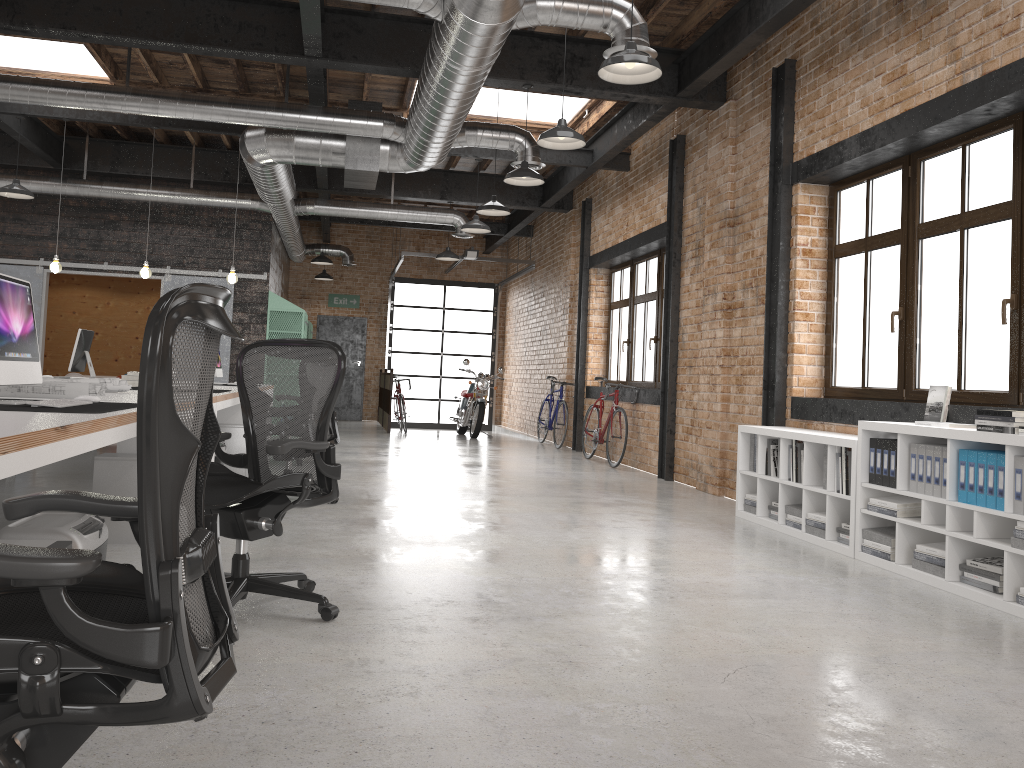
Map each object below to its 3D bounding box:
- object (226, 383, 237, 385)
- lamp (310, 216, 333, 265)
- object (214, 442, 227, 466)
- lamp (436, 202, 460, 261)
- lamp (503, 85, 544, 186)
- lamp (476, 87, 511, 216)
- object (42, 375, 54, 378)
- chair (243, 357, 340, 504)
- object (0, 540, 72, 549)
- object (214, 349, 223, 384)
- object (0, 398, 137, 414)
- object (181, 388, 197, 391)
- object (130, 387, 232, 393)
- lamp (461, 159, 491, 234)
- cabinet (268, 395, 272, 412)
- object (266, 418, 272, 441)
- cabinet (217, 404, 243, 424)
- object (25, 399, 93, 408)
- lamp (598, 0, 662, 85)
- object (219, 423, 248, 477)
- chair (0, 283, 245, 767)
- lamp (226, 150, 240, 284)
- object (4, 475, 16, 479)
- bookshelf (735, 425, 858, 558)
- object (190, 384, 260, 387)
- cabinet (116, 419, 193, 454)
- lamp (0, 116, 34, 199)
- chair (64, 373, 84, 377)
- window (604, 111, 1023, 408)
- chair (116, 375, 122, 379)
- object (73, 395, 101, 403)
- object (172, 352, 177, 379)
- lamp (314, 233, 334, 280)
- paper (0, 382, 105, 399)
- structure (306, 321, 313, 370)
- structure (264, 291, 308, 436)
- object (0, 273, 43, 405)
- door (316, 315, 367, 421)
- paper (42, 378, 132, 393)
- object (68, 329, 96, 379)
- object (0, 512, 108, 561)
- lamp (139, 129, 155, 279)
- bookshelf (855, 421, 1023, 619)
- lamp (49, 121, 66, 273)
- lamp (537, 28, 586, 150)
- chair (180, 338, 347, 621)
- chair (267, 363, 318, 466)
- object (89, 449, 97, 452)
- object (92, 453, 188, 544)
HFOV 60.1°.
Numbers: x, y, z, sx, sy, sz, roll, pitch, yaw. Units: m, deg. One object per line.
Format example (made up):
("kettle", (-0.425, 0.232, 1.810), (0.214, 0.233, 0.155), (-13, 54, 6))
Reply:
("object", (-2.857, 0.000, 9.118), (0.118, 0.017, 0.438), (2, 0, -11))
("lamp", (-3.043, -2.616, 14.343), (0.361, 1.341, 0.362), (4, -3, -34))
("object", (-1.997, 0.605, 5.745), (0.250, 0.467, 0.338), (3, -2, -11))
("lamp", (-0.935, -2.279, 13.169), (0.361, 0.858, 0.362), (4, -3, -34))
("lamp", (0.124, -2.212, 7.834), (0.362, 0.858, 0.361), (2, -2, 11))
("lamp", (-0.167, -2.484, 9.366), (0.362, 1.366, 0.361), (3, -2, -4))
("object", (-4.363, -0.068, 8.321), (0.106, 0.028, 0.059), (2, 0, -10))
("chair", (-1.632, 0.308, 6.512), (0.792, 1.088, 0.769), (3, -2, -2))
("object", (-1.454, 0.648, 2.274), (0.541, 0.456, 0.220), (3, -2, -11))
("object", (-3.070, -0.242, 9.111), (0.189, 0.486, 0.483), (3, -1, -11))
("object", (-1.828, 0.080, 3.369), (0.687, 0.008, 0.847), (2, 0, -11))
("object", (-2.319, 0.034, 6.405), (0.118, 0.017, 0.438), (2, 0, -11))
("object", (-2.434, 0.042, 6.420), (0.687, 0.008, 0.847), (2, 0, -11))
("lamp", (-0.412, -2.246, 10.536), (0.362, 0.858, 0.361), (2, -2, 6))
("cabinet", (-3.018, 0.452, 10.166), (0.459, 0.649, 0.387), (3, -2, -11))
("object", (-2.956, 0.554, 9.838), (0.541, 0.456, 0.220), (3, -2, -11))
("cabinet", (-2.601, 0.478, 8.066), (0.459, 0.649, 0.387), (3, -2, -11))
("object", (-1.716, 0.072, 3.372), (0.118, 0.017, 0.438), (2, 0, -11))
("lamp", (0.683, -2.177, 5.018), (0.362, 0.858, 0.361), (2, -2, 6))
("object", (-2.540, 0.580, 7.739), (0.541, 0.456, 0.220), (3, -2, -11))
("chair", (-0.771, 0.364, 1.455), (0.791, 1.088, 0.770), (3, -2, -27))
("lamp", (-3.113, -1.964, 9.999), (0.123, 1.682, 0.123), (3, -3, -13))
("object", (-4.244, 0.509, 7.010), (0.543, 0.456, 0.220), (3, -2, -11))
("bookshelf", (2.040, 0.670, 5.956), (0.400, 0.686, 1.542), (3, 0, -11))
("object", (-2.973, 0.008, 9.132), (0.687, 0.008, 0.847), (2, 0, -12))
("cabinet", (-2.024, 0.515, 5.161), (0.459, 0.649, 0.387), (3, -2, -11))
("lamp", (-5.335, -2.456, 9.568), (0.362, 0.858, 0.361), (2, -2, 6))
("chair", (-6.610, 0.218, 13.479), (0.617, 0.779, 0.580), (3, -2, -16))
("window", (2.159, -0.739, 8.123), (0.147, 1.694, 8.627), (3, 0, -11))
("chair", (-5.918, 0.248, 13.615), (0.617, 0.779, 0.580), (3, -2, -16))
("object", (-1.773, 0.062, 3.695), (0.106, 0.028, 0.059), (2, 0, -12))
("object", (-2.531, -0.208, 6.398), (0.189, 0.486, 0.483), (3, -1, -11))
("lamp", (-3.524, -2.647, 16.764), (0.361, 1.341, 0.362), (4, -3, -34))
("paper", (-2.461, 0.014, 4.005), (1.133, 0.083, 0.083), (2, -1, -16))
("structure", (-4.005, -0.342, 16.405), (0.556, 2.105, 1.116), (3, -2, -11))
("structure", (-3.407, -0.305, 13.394), (0.556, 2.105, 1.116), (3, -2, -11))
("object", (-1.929, -0.170, 3.365), (0.189, 0.486, 0.483), (3, -1, -11))
("door", (-3.487, -0.325, 17.945), (0.997, 2.104, 0.217), (3, -3, -11))
("paper", (-2.975, -0.012, 5.321), (1.075, 0.106, 0.974), (3, 0, 43))
("object", (-4.187, -0.289, 8.671), (0.189, 0.486, 0.483), (3, -1, -11))
("object", (-1.386, 0.643, 2.672), (0.250, 0.467, 0.338), (3, -2, -11))
("lamp", (-4.015, -2.003, 9.821), (0.123, 1.682, 0.123), (3, -3, -13))
("bookshelf", (2.351, 0.631, 4.436), (0.400, 0.801, 1.542), (3, 0, -11))
("lamp", (-4.916, -2.042, 9.644), (0.123, 1.682, 0.123), (3, -3, -13))
("lamp", (0.393, -2.449, 6.550), (0.361, 1.366, 0.362), (4, -3, -39))
("chair", (-1.018, 0.346, 3.498), (0.770, 1.088, 0.791), (2, -2, 13))
("chair", (-2.292, 0.268, 9.217), (0.791, 1.088, 0.770), (4, -2, -32))
("object", (-4.727, 0.478, 9.445), (0.543, 0.456, 0.220), (3, -2, -11))
("object", (-1.953, 0.617, 4.788), (0.541, 0.456, 0.220), (3, -2, -11))
